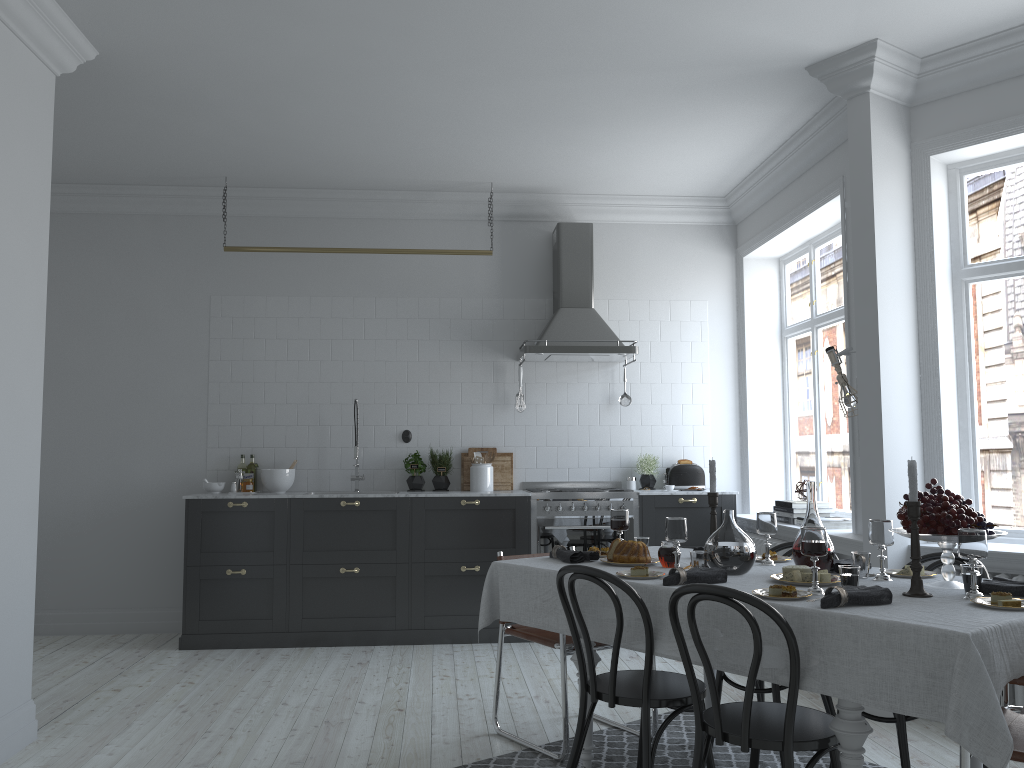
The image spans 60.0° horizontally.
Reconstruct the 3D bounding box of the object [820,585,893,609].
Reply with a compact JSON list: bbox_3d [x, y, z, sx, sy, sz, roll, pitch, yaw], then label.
[{"bbox_3d":[1.037,0.634,2.656,0.165,0.061,0.247,-3,-6,34],"label":"object"}]

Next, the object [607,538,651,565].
[{"bbox_3d":[0.486,0.702,3.706,0.191,0.105,0.164,-1,-5,14],"label":"object"}]

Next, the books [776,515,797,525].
[{"bbox_3d":[1.973,0.918,6.001,0.259,0.044,0.351,0,-5,-3],"label":"books"}]

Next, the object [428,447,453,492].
[{"bbox_3d":[-0.540,0.628,6.713,0.186,0.367,0.196,-4,-6,40],"label":"object"}]

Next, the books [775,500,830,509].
[{"bbox_3d":[1.969,0.817,6.021,0.259,0.038,0.325,0,-5,-3],"label":"books"}]

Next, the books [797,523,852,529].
[{"bbox_3d":[1.998,0.900,5.631,0.254,0.019,0.343,0,-5,-5],"label":"books"}]

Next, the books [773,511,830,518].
[{"bbox_3d":[1.963,0.882,6.015,0.259,0.031,0.328,0,-5,-7],"label":"books"}]

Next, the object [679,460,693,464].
[{"bbox_3d":[1.341,0.639,6.834,0.107,0.110,0.010,0,-5,0],"label":"object"}]

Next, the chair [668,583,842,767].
[{"bbox_3d":[0.778,1.064,2.794,0.463,0.909,0.564,-5,-6,43],"label":"chair"}]

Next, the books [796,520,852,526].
[{"bbox_3d":[1.999,0.882,5.638,0.254,0.019,0.337,0,-5,-7],"label":"books"}]

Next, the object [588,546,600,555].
[{"bbox_3d":[0.371,0.757,4.019,0.038,0.041,0.057,-3,-5,29],"label":"object"}]

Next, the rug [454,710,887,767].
[{"bbox_3d":[0.856,1.537,3.167,1.701,0.021,2.166,3,-6,-37],"label":"rug"}]

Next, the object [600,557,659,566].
[{"bbox_3d":[0.494,0.744,3.710,0.251,0.018,0.251,0,-5,-5],"label":"object"}]

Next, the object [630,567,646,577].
[{"bbox_3d":[0.469,0.699,3.297,0.057,0.037,0.021,1,-5,-14],"label":"object"}]

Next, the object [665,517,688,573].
[{"bbox_3d":[0.624,0.617,3.364,0.083,0.215,0.083,0,-5,0],"label":"object"}]

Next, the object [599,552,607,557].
[{"bbox_3d":[0.400,0.771,4.011,0.182,0.013,0.182,0,-5,-5],"label":"object"}]

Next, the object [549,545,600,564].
[{"bbox_3d":[0.230,0.734,3.821,0.247,0.061,0.165,-3,-6,34],"label":"object"}]

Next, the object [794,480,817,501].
[{"bbox_3d":[2.003,0.726,6.044,0.147,0.148,0.147,1,-5,-14],"label":"object"}]

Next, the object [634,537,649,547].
[{"bbox_3d":[0.566,0.718,3.871,0.066,0.094,0.066,1,-5,-16],"label":"object"}]

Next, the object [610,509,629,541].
[{"bbox_3d":[0.476,0.663,3.914,0.083,0.215,0.083,0,-5,0],"label":"object"}]

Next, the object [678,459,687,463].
[{"bbox_3d":[1.341,0.641,6.911,0.107,0.110,0.010,0,-5,0],"label":"object"}]

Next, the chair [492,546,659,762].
[{"bbox_3d":[0.280,1.212,4.119,0.546,0.837,0.593,3,-6,-33],"label":"chair"}]

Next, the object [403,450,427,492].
[{"bbox_3d":[-0.735,0.656,6.708,0.172,0.311,0.179,-1,-5,6],"label":"object"}]

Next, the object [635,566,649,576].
[{"bbox_3d":[0.484,0.701,3.326,0.057,0.037,0.021,-1,-5,13],"label":"object"}]

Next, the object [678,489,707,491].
[{"bbox_3d":[1.341,0.788,6.592,0.209,0.011,0.209,-3,-6,33],"label":"object"}]

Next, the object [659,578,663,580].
[{"bbox_3d":[0.593,0.708,3.258,0.131,0.012,0.031,3,-6,-37],"label":"object"}]

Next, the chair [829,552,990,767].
[{"bbox_3d":[1.503,1.105,3.333,0.564,0.909,0.463,2,-5,-26],"label":"chair"}]

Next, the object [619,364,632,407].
[{"bbox_3d":[0.883,0.012,6.927,0.101,0.331,0.030,-1,-5,5],"label":"object"}]

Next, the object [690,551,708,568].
[{"bbox_3d":[0.694,0.669,3.291,0.066,0.094,0.066,1,-5,-16],"label":"object"}]

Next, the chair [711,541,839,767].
[{"bbox_3d":[1.126,1.143,3.770,0.564,0.909,0.463,4,-6,-41],"label":"chair"}]

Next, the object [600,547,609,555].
[{"bbox_3d":[0.425,0.757,4.000,0.036,0.039,0.051,-4,-6,35],"label":"object"}]

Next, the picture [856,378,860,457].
[{"bbox_3d":[2.012,0.179,4.978,0.003,0.457,0.311,0,-5,-5],"label":"picture"}]

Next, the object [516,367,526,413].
[{"bbox_3d":[0.066,0.032,6.832,0.074,0.381,0.076,2,-5,-24],"label":"object"}]

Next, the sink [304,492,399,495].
[{"bbox_3d":[-1.154,0.891,6.417,0.669,0.203,0.384,0,-5,-5],"label":"sink"}]

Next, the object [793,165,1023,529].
[{"bbox_3d":[-9.044,-0.798,1.485,72.085,19.432,33.873,4,-6,-40],"label":"object"}]

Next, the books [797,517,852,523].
[{"bbox_3d":[2.008,0.864,5.637,0.274,0.016,0.341,0,-5,-3],"label":"books"}]

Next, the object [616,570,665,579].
[{"bbox_3d":[0.479,0.712,3.306,0.182,0.013,0.182,-1,-5,10],"label":"object"}]

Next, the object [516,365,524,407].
[{"bbox_3d":[0.061,0.011,6.866,0.066,0.332,0.024,0,-5,0],"label":"object"}]

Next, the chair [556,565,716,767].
[{"bbox_3d":[0.447,1.104,3.257,0.564,0.909,0.463,4,-6,-41],"label":"chair"}]

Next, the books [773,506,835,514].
[{"bbox_3d":[1.975,0.850,6.007,0.287,0.031,0.351,0,-5,-5],"label":"books"}]

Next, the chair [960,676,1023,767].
[{"bbox_3d":[1.625,1.071,2.482,0.593,0.837,0.546,-4,-6,40],"label":"chair"}]
